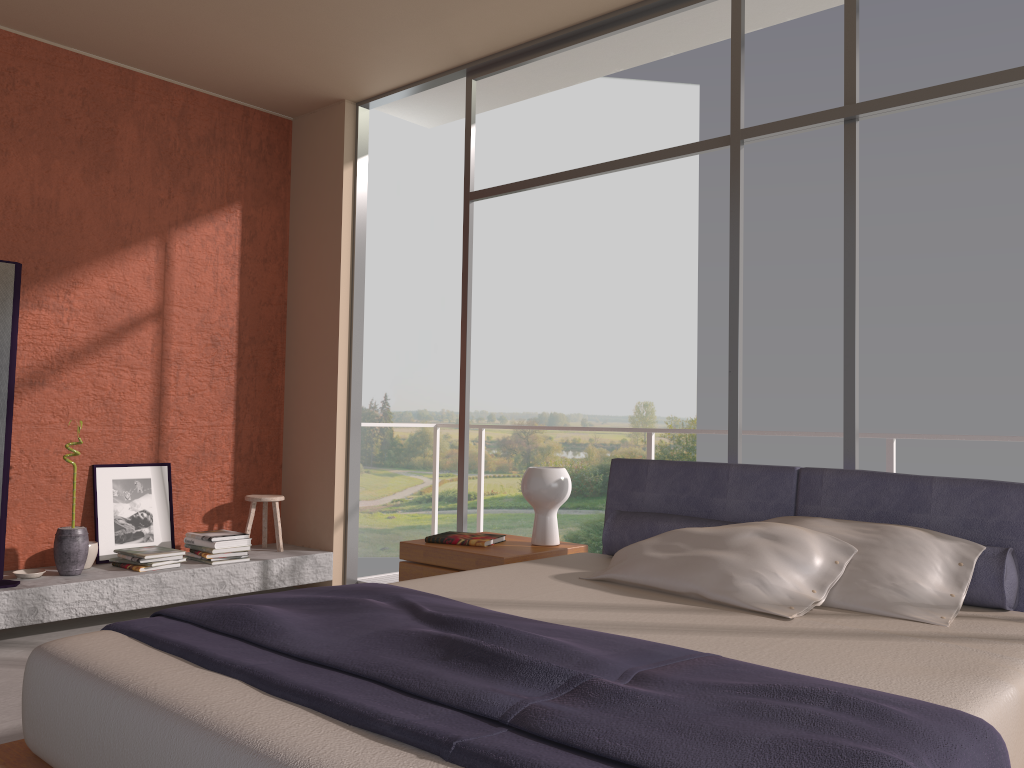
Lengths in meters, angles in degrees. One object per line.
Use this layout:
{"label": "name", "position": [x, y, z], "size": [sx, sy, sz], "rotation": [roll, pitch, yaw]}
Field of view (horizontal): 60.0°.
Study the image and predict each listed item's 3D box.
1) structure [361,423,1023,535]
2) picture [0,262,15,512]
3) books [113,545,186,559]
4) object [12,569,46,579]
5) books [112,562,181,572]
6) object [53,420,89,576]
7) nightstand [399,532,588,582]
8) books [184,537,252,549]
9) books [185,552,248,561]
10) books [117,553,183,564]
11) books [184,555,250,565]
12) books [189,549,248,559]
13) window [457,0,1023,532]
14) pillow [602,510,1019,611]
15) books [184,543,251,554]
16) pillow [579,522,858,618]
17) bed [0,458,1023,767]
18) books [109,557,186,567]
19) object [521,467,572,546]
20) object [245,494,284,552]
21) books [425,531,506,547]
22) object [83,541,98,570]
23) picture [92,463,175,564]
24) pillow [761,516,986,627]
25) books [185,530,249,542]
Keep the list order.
{"label": "structure", "position": [2.092, 0.710, 3.459], "size": [7.689, 1.005, 0.728], "rotation": [-1, -3, 41]}
{"label": "picture", "position": [-2.816, 0.129, 3.905], "size": [0.126, 1.496, 1.129], "rotation": [-1, -3, 41]}
{"label": "books", "position": [-2.007, 0.932, 4.915], "size": [0.328, 0.018, 0.247], "rotation": [-1, -3, 38]}
{"label": "object", "position": [-2.457, 0.974, 4.512], "size": [0.152, 0.040, 0.152], "rotation": [2, -3, -13]}
{"label": "books", "position": [-2.019, 0.997, 4.901], "size": [0.287, 0.025, 0.247], "rotation": [-1, -3, 38]}
{"label": "object", "position": [-2.289, 0.589, 4.627], "size": [0.165, 0.810, 0.165], "rotation": [2, -3, -25]}
{"label": "nightstand", "position": [-0.085, 0.986, 3.936], "size": [0.628, 0.556, 0.562], "rotation": [-1, -3, 41]}
{"label": "books", "position": [-1.723, 0.921, 5.196], "size": [0.319, 0.038, 0.247], "rotation": [-1, -3, 39]}
{"label": "books", "position": [-1.729, 1.002, 5.196], "size": [0.287, 0.018, 0.247], "rotation": [-1, -3, 41]}
{"label": "books", "position": [-2.002, 0.953, 4.911], "size": [0.287, 0.025, 0.247], "rotation": [-1, -3, 44]}
{"label": "books", "position": [-1.725, 1.020, 5.192], "size": [0.328, 0.018, 0.247], "rotation": [-1, -3, 43]}
{"label": "books", "position": [-1.712, 0.980, 5.178], "size": [0.247, 0.025, 0.287], "rotation": [3, -3, -38]}
{"label": "window", "position": [1.990, -0.294, 3.074], "size": [6.106, 3.133, 0.075], "rotation": [-1, -3, 41]}
{"label": "pillow", "position": [0.967, 0.600, 3.147], "size": [1.470, 0.201, 0.205], "rotation": [-1, -3, 41]}
{"label": "books", "position": [-1.724, 0.953, 5.195], "size": [0.328, 0.027, 0.247], "rotation": [-1, -3, 43]}
{"label": "pillow", "position": [0.648, 0.584, 2.915], "size": [0.431, 0.264, 0.869], "rotation": [3, -3, -41]}
{"label": "bed", "position": [0.269, 0.732, 2.376], "size": [2.017, 0.959, 2.462], "rotation": [-1, -3, 41]}
{"label": "books", "position": [-2.016, 0.975, 4.918], "size": [0.328, 0.018, 0.247], "rotation": [0, -3, 26]}
{"label": "object", "position": [0.151, 0.540, 3.938], "size": [0.224, 0.338, 0.224], "rotation": [3, -3, -37]}
{"label": "object", "position": [-1.553, 0.880, 5.599], "size": [0.260, 0.349, 0.257], "rotation": [1, -3, 11]}
{"label": "books", "position": [-0.205, 0.694, 3.976], "size": [0.287, 0.025, 0.247], "rotation": [0, -3, 22]}
{"label": "object", "position": [-2.346, 0.932, 4.811], "size": [0.179, 0.137, 0.180], "rotation": [3, -3, -36]}
{"label": "picture", "position": [-2.189, 0.740, 5.147], "size": [0.117, 0.550, 0.458], "rotation": [-1, -3, 41]}
{"label": "pillow", "position": [1.038, 0.578, 2.816], "size": [0.791, 0.265, 0.400], "rotation": [-1, -4, 44]}
{"label": "books", "position": [-1.727, 0.890, 5.201], "size": [0.287, 0.025, 0.247], "rotation": [-1, -3, 41]}
